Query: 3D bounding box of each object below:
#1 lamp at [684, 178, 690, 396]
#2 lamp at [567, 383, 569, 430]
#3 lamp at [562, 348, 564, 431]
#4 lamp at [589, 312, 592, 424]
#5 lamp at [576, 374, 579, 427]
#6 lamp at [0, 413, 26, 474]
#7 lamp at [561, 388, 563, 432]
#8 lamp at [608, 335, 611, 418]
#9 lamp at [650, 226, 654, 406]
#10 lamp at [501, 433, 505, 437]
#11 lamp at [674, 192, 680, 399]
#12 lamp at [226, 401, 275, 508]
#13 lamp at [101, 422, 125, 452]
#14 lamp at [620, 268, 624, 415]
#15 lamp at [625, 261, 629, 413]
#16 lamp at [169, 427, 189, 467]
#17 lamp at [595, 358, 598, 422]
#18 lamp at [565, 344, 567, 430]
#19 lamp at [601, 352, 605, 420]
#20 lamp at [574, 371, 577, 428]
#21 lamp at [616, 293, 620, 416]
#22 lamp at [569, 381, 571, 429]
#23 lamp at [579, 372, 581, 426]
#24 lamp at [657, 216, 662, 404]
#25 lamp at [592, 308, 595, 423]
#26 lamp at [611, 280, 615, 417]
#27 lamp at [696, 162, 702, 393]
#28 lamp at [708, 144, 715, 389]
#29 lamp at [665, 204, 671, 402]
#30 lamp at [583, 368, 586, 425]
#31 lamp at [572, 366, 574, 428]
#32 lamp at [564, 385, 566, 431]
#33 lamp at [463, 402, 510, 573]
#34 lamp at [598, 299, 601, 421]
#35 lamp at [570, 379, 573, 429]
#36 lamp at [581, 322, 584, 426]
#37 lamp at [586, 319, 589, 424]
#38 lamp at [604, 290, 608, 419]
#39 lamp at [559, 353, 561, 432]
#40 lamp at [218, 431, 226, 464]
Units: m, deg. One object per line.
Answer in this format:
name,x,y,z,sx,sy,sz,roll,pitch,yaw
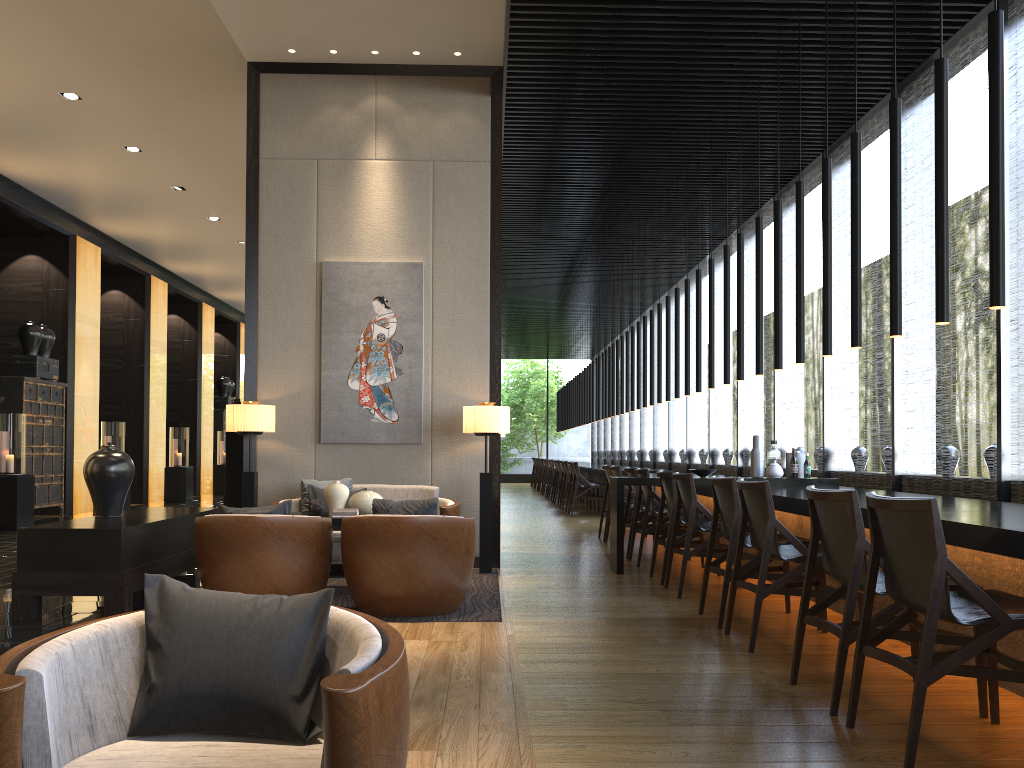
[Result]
lamp,1.902,-1.078,9.598,0.060,2.417,0.060,0,-1,-7
lamp,1.503,0.019,23.743,0.060,2.417,0.060,1,-1,-37
lamp,1.461,0.135,25.238,0.060,2.417,0.060,0,-1,3
lamp,1.648,-0.379,18.615,0.060,2.417,0.060,1,-1,-37
lamp,1.575,-0.180,21.187,0.060,2.417,0.060,1,-1,-37
lamp,-6.049,0.719,10.667,0.337,0.728,0.337,0,-2,4
lamp,1.447,0.174,25.751,0.060,2.417,0.060,0,-1,3
lamp,1.731,-0.607,15.673,0.060,2.417,0.060,1,-1,-37
lamp,1.844,-0.919,11.657,0.060,2.417,0.060,0,-1,-7
lamp,-0.256,0.966,8.847,0.375,1.349,0.375,1,-1,-12
lamp,1.887,-1.039,10.110,0.060,2.417,0.060,0,-1,-7
lamp,-2.067,0.815,6.987,0.375,1.346,0.375,1,-2,-40
lamp,-6.131,0.947,13.602,0.337,0.728,0.337,0,-2,0
lamp,1.772,-0.720,14.212,0.060,2.417,0.060,1,-1,-37
lamp,1.786,-0.760,13.700,0.060,2.417,0.060,0,-1,-7
lamp,-6.214,1.175,16.537,0.337,0.728,0.337,0,-2,0
lamp,1.678,-0.463,17.526,0.060,2.417,0.060,1,-1,-37
lamp,1.489,0.058,24.251,0.060,2.417,0.060,0,-1,3
lamp,1.705,-0.536,16.595,0.060,2.417,0.060,1,-1,-37
lamp,1.561,-0.140,21.700,0.060,2.417,0.060,1,-1,-37
lamp,1.757,-0.681,14.720,0.060,2.417,0.060,1,-1,-37
lamp,1.518,-0.021,23.231,0.060,2.417,0.060,1,-1,-37
lamp,1.590,-0.219,20.674,0.060,2.417,0.060,1,-1,-37
lamp,1.858,-0.959,11.143,0.060,2.417,0.060,0,-1,-7
lamp,1.662,-0.419,18.099,0.060,2.417,0.060,1,-1,-37
lamp,1.743,-0.642,15.227,0.060,2.417,0.060,1,-1,-37
lamp,1.916,-1.118,9.084,0.060,2.417,0.060,0,-1,-7
lamp,1.931,-1.158,8.568,0.060,2.417,0.060,0,-1,-7
lamp,1.873,-0.999,10.618,0.060,2.417,0.060,0,-1,-7
lamp,1.619,-0.299,19.641,0.060,2.417,0.060,1,-1,-37
lamp,1.547,-0.100,22.207,0.060,2.417,0.060,1,-1,-37
lamp,1.475,0.097,24.757,0.060,2.417,0.060,0,-1,3
lamp,-0.205,0.826,7.039,0.375,1.349,0.375,0,-1,28
lamp,1.690,-0.495,17.117,0.060,2.417,0.060,1,-1,-37
lamp,1.532,-0.061,22.717,0.060,2.417,0.060,1,-1,-37
lamp,1.605,-0.260,20.149,0.060,2.417,0.060,1,-1,-37
lamp,1.633,-0.339,19.128,0.060,2.417,0.060,1,-1,-37
lamp,1.718,-0.572,16.130,0.060,2.417,0.060,1,-1,-37
lamp,1.433,0.214,26.259,0.060,2.417,0.060,0,-1,3
lamp,-6.296,1.402,19.472,0.337,0.728,0.337,0,-2,0
